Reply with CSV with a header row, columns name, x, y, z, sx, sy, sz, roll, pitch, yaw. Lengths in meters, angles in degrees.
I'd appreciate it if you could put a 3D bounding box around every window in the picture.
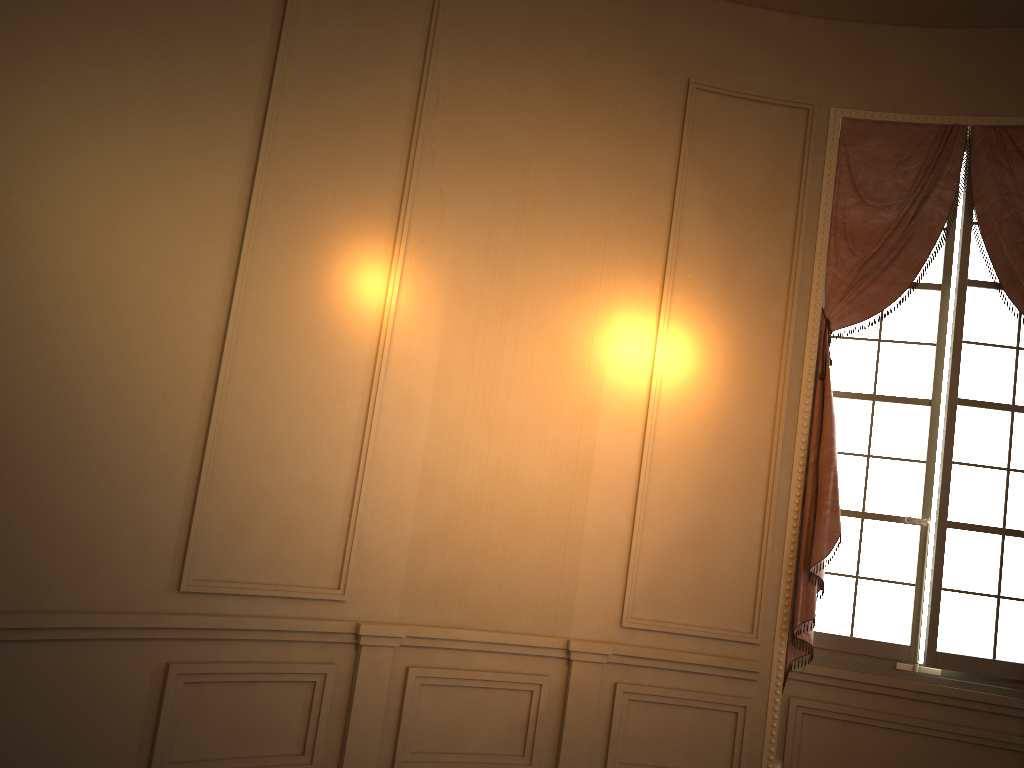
name,x,y,z,sx,sy,sz,roll,pitch,yaw
window,2.207,0.085,4.542,1.293,2.826,0.155,6,-7,14

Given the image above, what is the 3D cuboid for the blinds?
name,x,y,z,sx,sy,sz,roll,pitch,yaw
blinds,2.145,0.108,4.312,1.317,2.966,0.290,6,-7,14
